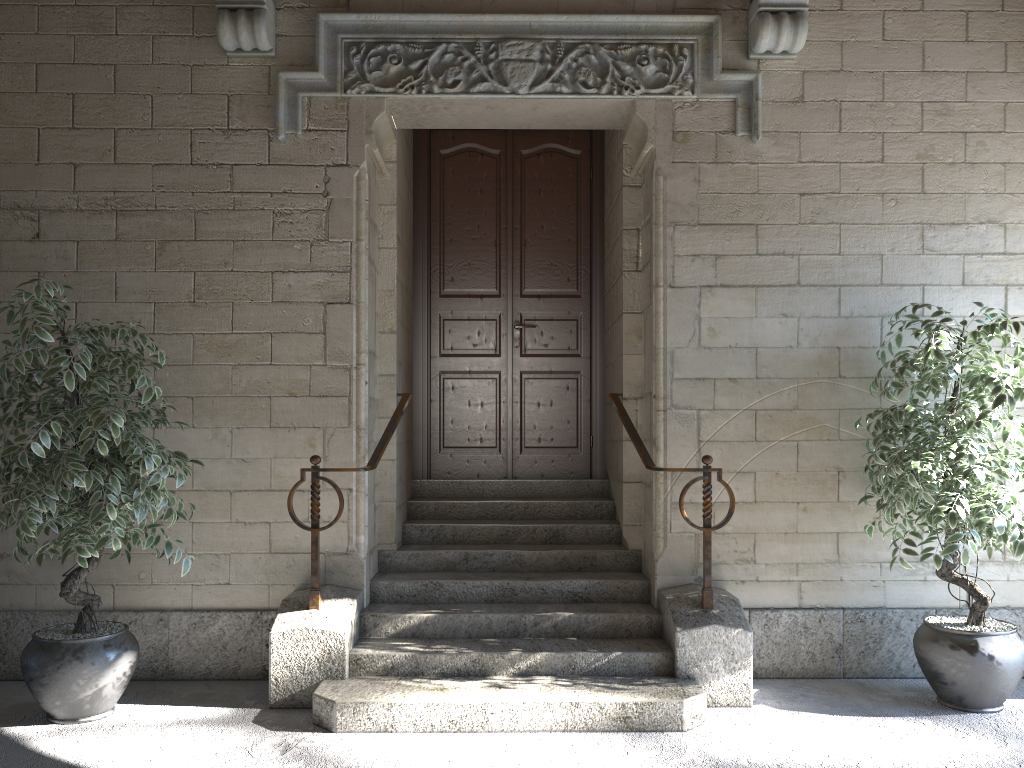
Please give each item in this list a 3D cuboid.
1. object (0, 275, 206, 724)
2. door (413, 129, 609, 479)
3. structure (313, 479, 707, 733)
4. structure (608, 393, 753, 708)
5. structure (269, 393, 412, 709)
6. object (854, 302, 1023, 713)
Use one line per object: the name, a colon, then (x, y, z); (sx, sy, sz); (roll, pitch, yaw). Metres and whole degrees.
object: (-1.591, 0.444, 3.278); (0.751, 1.617, 0.787); (-1, -1, 31)
door: (-0.010, -0.496, 5.121); (1.136, 2.119, 0.226); (0, 0, -1)
structure: (-0.019, 0.914, 4.454); (1.461, 0.809, 2.577); (0, -3, -1)
structure: (0.700, 0.656, 3.900); (0.473, 1.260, 0.889); (0, -1, -1)
structure: (-0.710, 0.655, 3.886); (0.476, 1.260, 0.889); (0, -1, -1)
object: (1.756, 0.457, 3.515); (0.751, 1.617, 0.787); (0, -1, -4)
